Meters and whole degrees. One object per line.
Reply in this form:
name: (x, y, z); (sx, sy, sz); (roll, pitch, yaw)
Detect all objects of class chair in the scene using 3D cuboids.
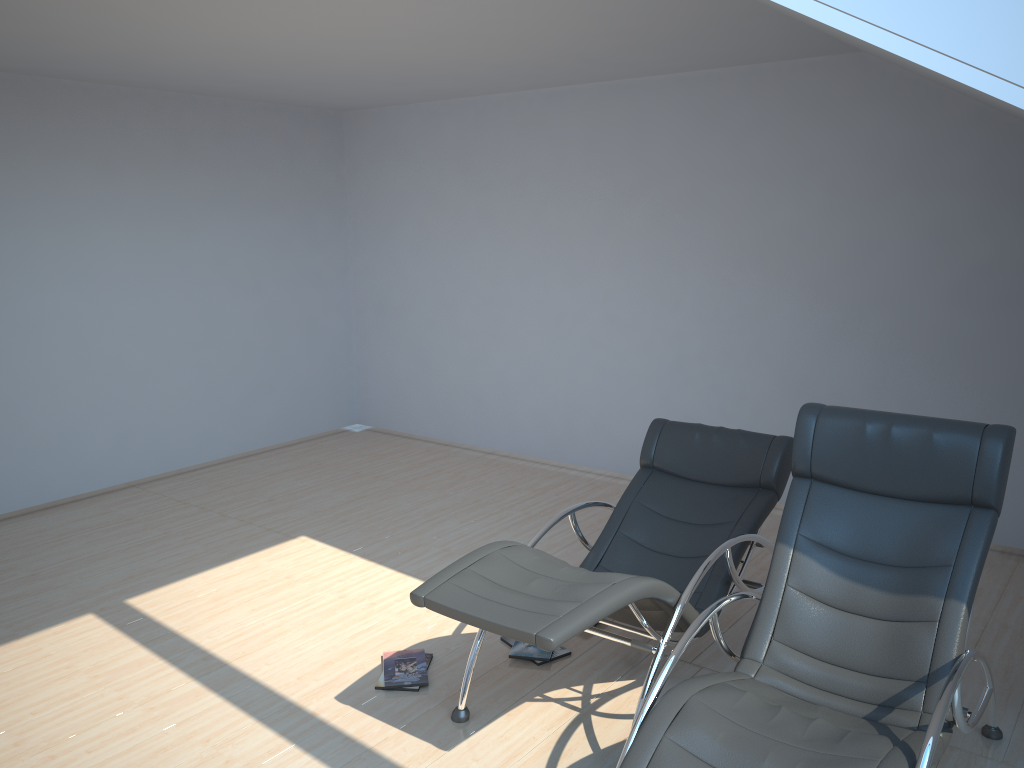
chair: (0.982, 0.844, 2.810); (0.836, 1.251, 1.938); (7, 13, 37)
chair: (0.516, 0.811, 3.816); (0.836, 0.953, 2.114); (7, 13, 37)

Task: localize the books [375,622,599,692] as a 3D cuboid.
books: (-0.206, 1.469, 2.343); (1.045, 0.222, 4.790); (0, 11, 4)
